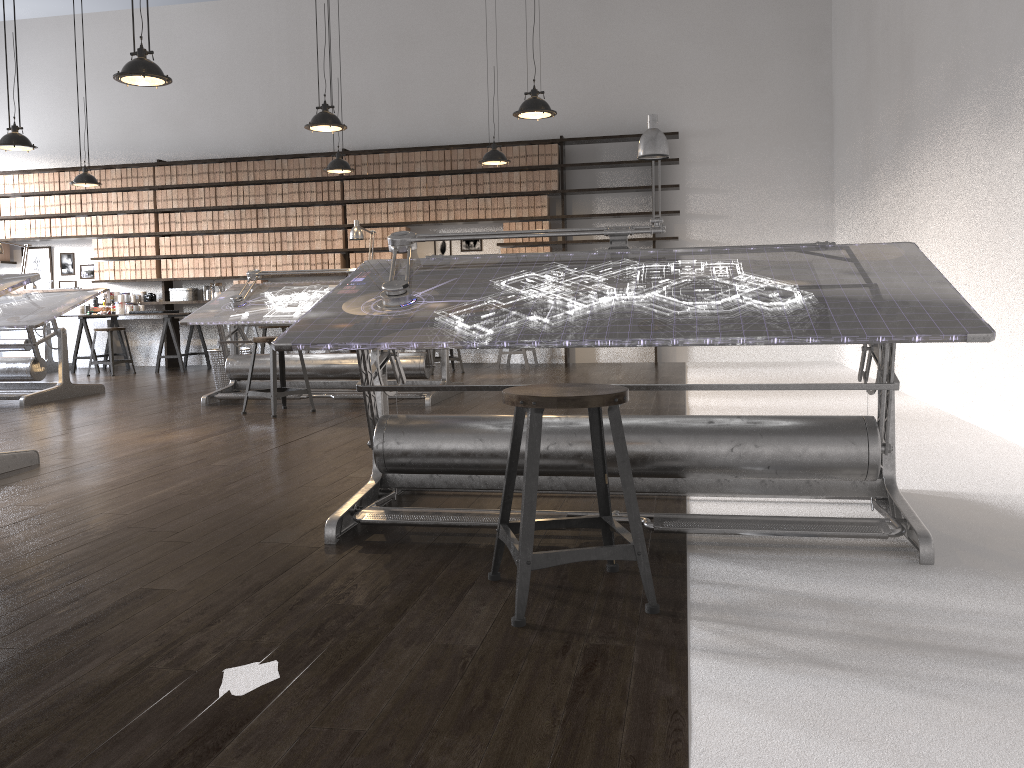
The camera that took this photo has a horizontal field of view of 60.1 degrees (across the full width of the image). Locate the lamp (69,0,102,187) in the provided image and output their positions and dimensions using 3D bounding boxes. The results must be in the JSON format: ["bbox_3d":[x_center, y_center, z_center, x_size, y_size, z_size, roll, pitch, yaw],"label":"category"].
[{"bbox_3d":[-4.450,-3.186,9.139,0.311,2.247,0.313,-2,3,-9],"label":"lamp"}]

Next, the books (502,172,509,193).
[{"bbox_3d":[-0.057,-2.203,9.738,0.067,0.225,0.175,-1,4,11],"label":"books"}]

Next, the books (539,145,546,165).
[{"bbox_3d":[0.339,-2.482,9.651,0.066,0.225,0.175,-1,4,11],"label":"books"}]

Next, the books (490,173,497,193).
[{"bbox_3d":[-0.191,-2.203,9.770,0.066,0.225,0.175,-1,4,11],"label":"books"}]

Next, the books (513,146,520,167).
[{"bbox_3d":[0.061,-2.480,9.704,0.066,0.225,0.175,-1,4,11],"label":"books"}]

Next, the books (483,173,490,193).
[{"bbox_3d":[-0.262,-2.202,9.780,0.066,0.225,0.175,-1,4,11],"label":"books"}]

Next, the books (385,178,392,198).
[{"bbox_3d":[-1.366,-2.197,9.996,0.066,0.225,0.175,-1,4,11],"label":"books"}]

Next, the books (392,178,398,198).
[{"bbox_3d":[-1.296,-2.198,9.986,0.066,0.225,0.175,-1,4,11],"label":"books"}]

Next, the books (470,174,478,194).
[{"bbox_3d":[-0.405,-2.202,9.807,0.067,0.225,0.175,-1,4,11],"label":"books"}]

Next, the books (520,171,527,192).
[{"bbox_3d":[0.142,-2.204,9.700,0.067,0.225,0.175,-1,4,11],"label":"books"}]

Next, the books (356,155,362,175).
[{"bbox_3d":[-1.711,-2.472,10.054,0.066,0.225,0.175,-1,4,11],"label":"books"}]

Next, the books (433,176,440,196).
[{"bbox_3d":[-0.824,-2.200,9.895,0.066,0.225,0.175,-1,4,11],"label":"books"}]

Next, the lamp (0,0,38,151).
[{"bbox_3d":[-3.947,-2.983,6.947,0.311,2.247,0.313,0,3,31],"label":"lamp"}]

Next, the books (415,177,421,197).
[{"bbox_3d":[-1.033,-2.199,9.932,0.066,0.225,0.175,-1,4,11],"label":"books"}]

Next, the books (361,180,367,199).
[{"bbox_3d":[-1.646,-2.196,10.053,0.066,0.225,0.175,-1,4,11],"label":"books"}]

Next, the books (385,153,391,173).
[{"bbox_3d":[-1.371,-2.474,9.986,0.066,0.225,0.175,-1,4,11],"label":"books"}]

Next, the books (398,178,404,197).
[{"bbox_3d":[-1.226,-2.198,9.973,0.066,0.225,0.175,-1,4,11],"label":"books"}]

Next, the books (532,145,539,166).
[{"bbox_3d":[0.266,-2.481,9.665,0.066,0.225,0.175,-1,4,11],"label":"books"}]

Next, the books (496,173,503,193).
[{"bbox_3d":[-0.122,-2.203,9.756,0.066,0.225,0.175,-1,4,11],"label":"books"}]

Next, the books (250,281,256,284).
[{"bbox_3d":[-2.991,-1.104,10.369,0.066,0.225,0.175,-1,4,11],"label":"books"}]

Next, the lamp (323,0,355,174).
[{"bbox_3d":[-1.717,-3.199,8.604,0.311,2.247,0.313,1,3,36],"label":"lamp"}]

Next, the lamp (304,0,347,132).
[{"bbox_3d":[-1.392,-2.995,6.446,0.311,2.247,0.313,1,3,36],"label":"lamp"}]

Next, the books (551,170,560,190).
[{"bbox_3d":[0.475,-2.206,9.637,0.066,0.225,0.175,-1,4,11],"label":"books"}]

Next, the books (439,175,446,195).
[{"bbox_3d":[-0.756,-2.200,9.878,0.066,0.225,0.175,-1,4,11],"label":"books"}]

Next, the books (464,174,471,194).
[{"bbox_3d":[-0.477,-2.202,9.826,0.066,0.225,0.175,-1,4,11],"label":"books"}]

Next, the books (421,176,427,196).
[{"bbox_3d":[-0.962,-2.199,9.916,0.067,0.225,0.175,-1,4,11],"label":"books"}]

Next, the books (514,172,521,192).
[{"bbox_3d":[0.071,-2.204,9.716,0.066,0.225,0.175,-1,4,11],"label":"books"}]

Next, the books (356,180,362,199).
[{"bbox_3d":[-1.709,-2.195,10.061,0.067,0.225,0.175,-1,4,11],"label":"books"}]

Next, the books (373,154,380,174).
[{"bbox_3d":[-1.502,-2.473,10.013,0.066,0.225,0.175,-1,4,11],"label":"books"}]

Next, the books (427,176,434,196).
[{"bbox_3d":[-0.893,-2.200,9.907,0.066,0.225,0.175,-1,4,11],"label":"books"}]

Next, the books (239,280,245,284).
[{"bbox_3d":[-3.130,-1.103,10.400,0.066,0.225,0.175,-1,4,11],"label":"books"}]

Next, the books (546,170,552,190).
[{"bbox_3d":[0.414,-2.206,9.650,0.066,0.225,0.175,-1,4,11],"label":"books"}]

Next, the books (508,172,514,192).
[{"bbox_3d":[0.010,-2.204,9.729,0.066,0.225,0.175,-1,4,11],"label":"books"}]

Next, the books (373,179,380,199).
[{"bbox_3d":[-1.509,-2.196,10.023,0.067,0.225,0.175,-1,4,11],"label":"books"}]

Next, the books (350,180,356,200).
[{"bbox_3d":[-1.780,-2.195,10.075,0.066,0.225,0.175,-1,4,11],"label":"books"}]

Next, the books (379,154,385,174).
[{"bbox_3d":[-1.437,-2.473,9.994,0.067,0.225,0.175,-1,4,11],"label":"books"}]

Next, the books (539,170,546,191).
[{"bbox_3d":[0.347,-2.205,9.658,0.067,0.225,0.175,-1,4,11],"label":"books"}]

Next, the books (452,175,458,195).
[{"bbox_3d":[-0.615,-2.200,9.847,0.067,0.225,0.175,-1,4,11],"label":"books"}]

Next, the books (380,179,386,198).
[{"bbox_3d":[-1.435,-2.197,10.014,0.066,0.225,0.175,-1,4,11],"label":"books"}]

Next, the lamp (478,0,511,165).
[{"bbox_3d":[-0.191,-3.206,8.305,0.311,2.247,0.313,1,3,36],"label":"lamp"}]

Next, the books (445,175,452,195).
[{"bbox_3d":[-0.686,-2.200,9.860,0.066,0.225,0.175,-1,4,11],"label":"books"}]

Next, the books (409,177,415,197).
[{"bbox_3d":[-1.095,-2.199,9.946,0.066,0.225,0.175,-1,4,11],"label":"books"}]

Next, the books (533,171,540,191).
[{"bbox_3d":[0.280,-2.205,9.679,0.066,0.225,0.175,-1,4,11],"label":"books"}]

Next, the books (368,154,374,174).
[{"bbox_3d":[-1.572,-2.473,10.027,0.066,0.225,0.175,-1,4,11],"label":"books"}]

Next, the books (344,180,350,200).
[{"bbox_3d":[-1.850,-2.195,10.092,0.066,0.225,0.175,-1,4,11],"label":"books"}]

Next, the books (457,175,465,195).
[{"bbox_3d":[-0.552,-2.201,9.839,0.066,0.225,0.175,-1,4,11],"label":"books"}]

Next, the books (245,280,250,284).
[{"bbox_3d":[-3.060,-1.104,10.387,0.066,0.225,0.175,-1,4,11],"label":"books"}]

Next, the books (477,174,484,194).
[{"bbox_3d":[-0.331,-2.202,9.798,0.066,0.225,0.175,-1,4,11],"label":"books"}]

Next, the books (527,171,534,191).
[{"bbox_3d":[0.211,-2.205,9.690,0.066,0.225,0.175,-1,4,11],"label":"books"}]

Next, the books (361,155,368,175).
[{"bbox_3d":[-1.642,-2.472,10.036,0.066,0.225,0.175,-1,4,11],"label":"books"}]

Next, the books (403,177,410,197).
[{"bbox_3d":[-1.161,-2.198,9.954,0.067,0.225,0.175,-1,4,11],"label":"books"}]

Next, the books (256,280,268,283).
[{"bbox_3d":[-2.921,-1.105,10.360,0.066,0.225,0.175,-1,4,11],"label":"books"}]

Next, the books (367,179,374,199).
[{"bbox_3d":[-1.581,-2.197,10.043,0.066,0.225,0.175,-1,4,11],"label":"books"}]
